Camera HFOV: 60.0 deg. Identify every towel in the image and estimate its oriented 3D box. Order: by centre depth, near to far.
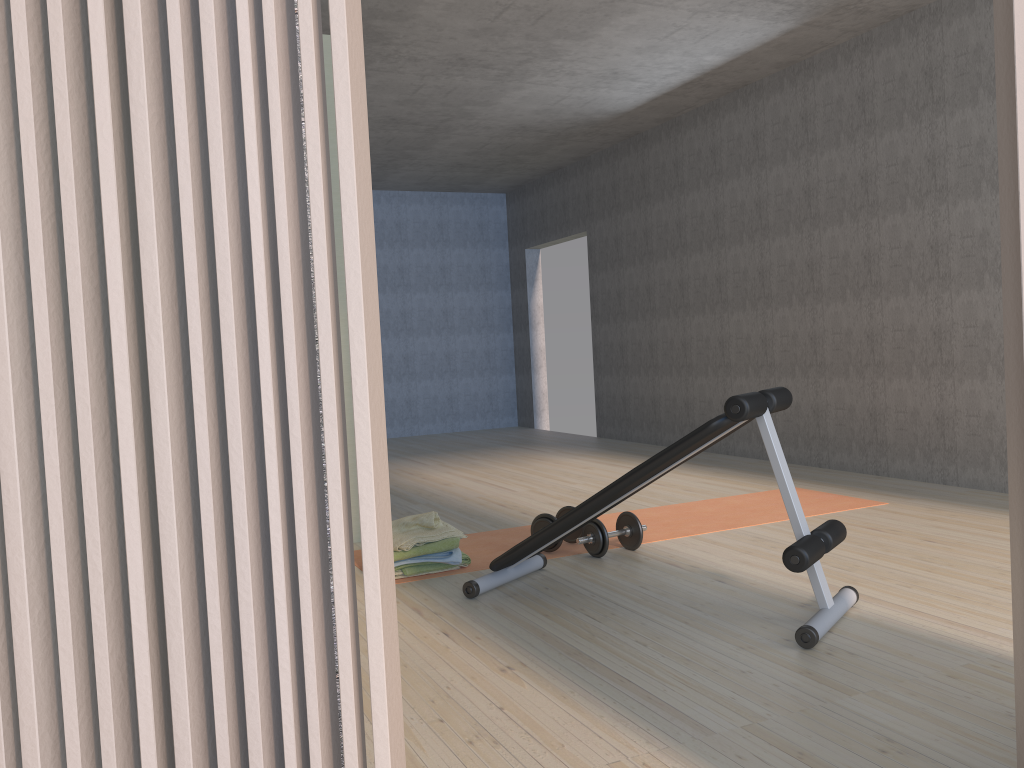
[{"bbox_3d":[-0.437,0.693,3.828,0.376,0.085,0.371,-4,2,-19],"label":"towel"},{"bbox_3d":[-0.416,0.727,3.848,0.383,0.078,0.383,-3,2,-7],"label":"towel"},{"bbox_3d":[-0.428,0.637,3.851,0.384,0.123,0.373,-5,3,-40],"label":"towel"},{"bbox_3d":[-0.428,0.775,3.872,0.376,0.044,0.371,-4,3,-25],"label":"towel"},{"bbox_3d":[-0.408,0.751,3.872,0.380,0.081,0.367,-4,3,-26],"label":"towel"}]

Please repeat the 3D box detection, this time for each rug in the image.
[{"bbox_3d":[0.590,0.720,4.470,2.779,0.002,0.716,-4,2,-24],"label":"rug"}]

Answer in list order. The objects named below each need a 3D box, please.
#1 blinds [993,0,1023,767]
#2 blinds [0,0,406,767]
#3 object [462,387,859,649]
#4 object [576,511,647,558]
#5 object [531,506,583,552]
[{"bbox_3d":[1.190,-0.568,1.465,1.133,2.744,0.069,-4,2,-24],"label":"blinds"},{"bbox_3d":[-0.660,-0.436,0.631,1.133,2.744,0.069,-4,2,-24],"label":"blinds"},{"bbox_3d":[0.473,0.403,3.145,1.312,0.746,0.505,-1,3,35],"label":"object"},{"bbox_3d":[0.445,0.665,3.924,0.385,0.176,0.176,-4,3,-33],"label":"object"},{"bbox_3d":[0.215,0.662,4.061,0.176,0.176,0.385,-1,3,37],"label":"object"}]
